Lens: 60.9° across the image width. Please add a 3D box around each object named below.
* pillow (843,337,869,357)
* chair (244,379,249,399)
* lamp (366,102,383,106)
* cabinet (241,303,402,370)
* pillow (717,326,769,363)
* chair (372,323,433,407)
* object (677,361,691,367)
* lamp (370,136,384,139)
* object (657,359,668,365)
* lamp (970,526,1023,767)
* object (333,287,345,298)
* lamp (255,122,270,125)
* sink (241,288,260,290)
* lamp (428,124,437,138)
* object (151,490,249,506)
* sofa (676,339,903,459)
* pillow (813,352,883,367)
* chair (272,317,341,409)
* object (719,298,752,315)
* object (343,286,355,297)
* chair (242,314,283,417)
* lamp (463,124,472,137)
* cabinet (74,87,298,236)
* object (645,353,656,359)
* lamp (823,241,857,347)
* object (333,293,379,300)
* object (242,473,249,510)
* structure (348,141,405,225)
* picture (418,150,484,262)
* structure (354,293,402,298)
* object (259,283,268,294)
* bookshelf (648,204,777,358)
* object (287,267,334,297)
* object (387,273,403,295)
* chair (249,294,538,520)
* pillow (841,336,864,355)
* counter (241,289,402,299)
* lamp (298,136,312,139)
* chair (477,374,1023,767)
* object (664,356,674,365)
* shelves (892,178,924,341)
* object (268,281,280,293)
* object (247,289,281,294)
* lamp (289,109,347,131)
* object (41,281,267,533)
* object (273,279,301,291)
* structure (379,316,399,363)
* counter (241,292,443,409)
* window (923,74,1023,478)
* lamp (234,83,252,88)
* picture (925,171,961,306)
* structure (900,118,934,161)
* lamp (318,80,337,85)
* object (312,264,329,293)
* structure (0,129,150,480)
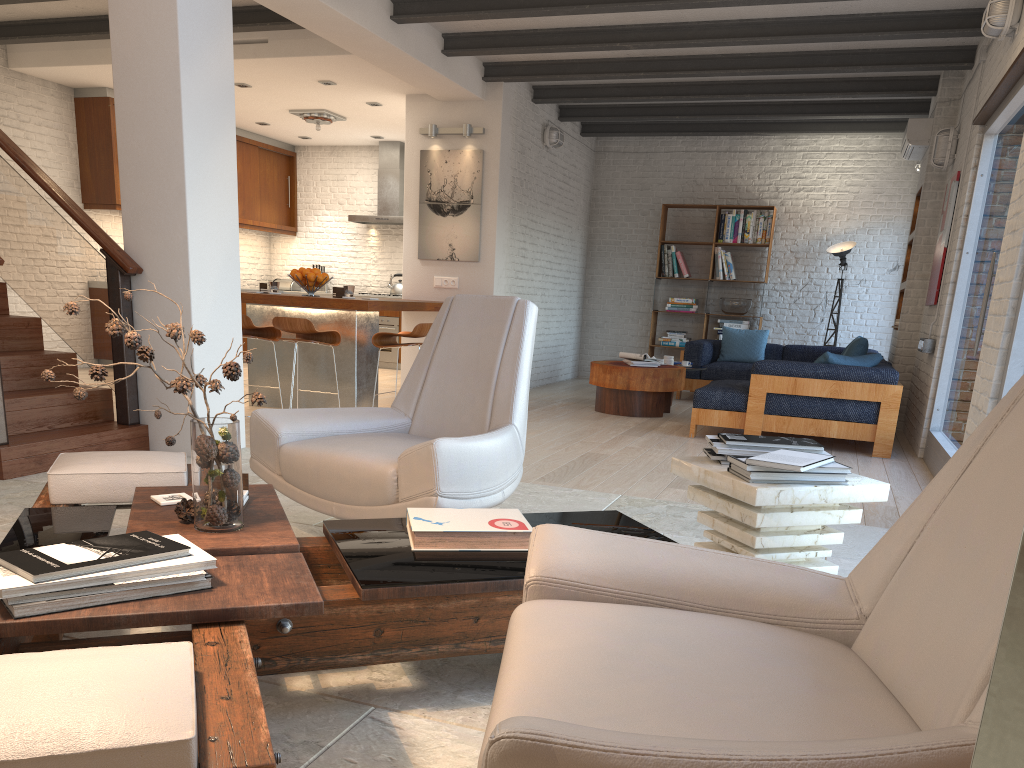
[{"bbox_3d":[3.104,-0.227,7.948,0.253,0.431,1.178,8,8,19],"label":"pillow"},{"bbox_3d":[-2.440,-0.245,7.514,0.419,0.804,0.391,8,14,19],"label":"chair"},{"bbox_3d":[-1.400,-2.862,8.857,0.123,0.057,0.120,6,8,19],"label":"lamp"},{"bbox_3d":[-2.470,-1.626,10.680,4.781,2.942,2.182,1,12,-16],"label":"cabinet"},{"bbox_3d":[2.658,-0.441,10.006,0.552,0.425,0.216,6,13,18],"label":"pillow"},{"bbox_3d":[-0.840,-0.103,6.977,0.419,0.804,0.391,8,14,19],"label":"chair"},{"bbox_3d":[1.738,-0.198,8.790,0.154,0.059,0.262,5,6,12],"label":"object"},{"bbox_3d":[-1.664,-3.067,10.769,0.123,0.057,0.120,6,8,19],"label":"lamp"},{"bbox_3d":[1.427,-0.212,8.387,0.146,0.058,0.169,4,7,9],"label":"object"},{"bbox_3d":[-0.488,-0.285,0.828,0.317,2.438,1.970,-7,15,-34],"label":"lamp"},{"bbox_3d":[-1.376,-0.733,6.982,0.094,0.085,0.111,-2,10,-25],"label":"object"},{"bbox_3d":[-2.940,-3.089,10.286,0.123,0.057,0.120,6,8,19],"label":"lamp"},{"bbox_3d":[-3.585,-1.320,11.164,0.513,0.444,0.834,7,9,20],"label":"sink"},{"bbox_3d":[-0.754,-2.408,8.293,0.079,0.108,0.078,-8,16,-41],"label":"lamp"},{"bbox_3d":[-0.899,0.315,2.525,0.271,0.036,0.240,2,6,-9],"label":"object"},{"bbox_3d":[2.497,-0.009,8.437,2.065,0.685,3.844,6,6,20],"label":"sofa"},{"bbox_3d":[2.543,-0.089,6.774,0.564,0.341,0.364,0,11,-20],"label":"pillow"},{"bbox_3d":[-1.594,-0.116,6.679,0.402,0.804,0.408,8,14,19],"label":"chair"},{"bbox_3d":[2.756,-0.952,10.766,0.399,0.209,0.391,-1,9,-29],"label":"object"},{"bbox_3d":[-1.284,-0.730,6.871,0.090,0.088,0.089,10,13,34],"label":"object"},{"bbox_3d":[-2.099,-0.160,6.848,0.402,0.804,0.408,8,14,19],"label":"chair"},{"bbox_3d":[-0.421,-2.378,8.181,0.079,0.108,0.078,-8,16,-41],"label":"lamp"},{"bbox_3d":[-3.730,-2.540,10.513,0.458,1.203,3.252,8,8,20],"label":"cabinet"},{"bbox_3d":[1.512,-0.274,9.232,0.192,0.094,0.182,-4,11,-45],"label":"object"},{"bbox_3d":[3.849,-0.698,10.040,0.507,1.915,0.832,1,14,-8],"label":"lamp"},{"bbox_3d":[-1.270,-0.695,6.910,0.392,0.036,0.193,6,6,23],"label":"object"},{"bbox_3d":[-0.799,0.303,2.460,0.094,0.085,0.110,2,9,-9],"label":"object"},{"bbox_3d":[-1.559,-2.581,11.224,0.979,1.031,0.442,7,14,18],"label":"structure"},{"bbox_3d":[-0.603,-1.728,8.469,0.650,1.054,0.019,7,16,18],"label":"picture"},{"bbox_3d":[-1.660,-1.171,11.545,0.806,0.033,0.574,5,6,19],"label":"structure"},{"bbox_3d":[-2.008,-0.789,7.200,0.114,0.085,0.091,6,11,19],"label":"object"},{"bbox_3d":[2.444,-1.039,10.821,1.308,2.286,0.352,7,16,18],"label":"bookshelf"},{"bbox_3d":[-1.629,-0.826,7.055,0.366,0.230,0.350,1,9,-15],"label":"object"},{"bbox_3d":[-1.454,-1.295,11.336,0.257,0.286,0.258,12,14,40],"label":"object"},{"bbox_3d":[-0.360,0.153,3.482,1.009,1.054,0.953,11,13,35],"label":"chair"},{"bbox_3d":[3.578,-0.298,9.178,0.242,0.412,1.076,7,8,19],"label":"pillow"},{"bbox_3d":[-2.364,-1.046,10.406,3.498,0.072,3.243,5,6,19],"label":"counter"},{"bbox_3d":[-2.636,-3.153,11.095,0.123,0.057,0.120,6,8,19],"label":"lamp"},{"bbox_3d":[0.469,0.408,1.393,0.982,1.036,0.990,4,11,4],"label":"chair"},{"bbox_3d":[1.552,-0.223,8.656,0.106,0.112,0.106,11,13,35],"label":"object"},{"bbox_3d":[3.799,-1.120,8.159,0.190,1.481,0.743,9,14,20],"label":"shelves"},{"bbox_3d":[-1.930,-0.786,7.075,0.090,0.088,0.088,6,11,16],"label":"object"},{"bbox_3d":[-1.990,-0.758,7.143,0.285,0.036,0.200,5,6,19],"label":"object"},{"bbox_3d":[-2.129,-2.872,9.574,0.447,0.177,0.438,6,7,19],"label":"lamp"},{"bbox_3d":[-0.870,0.059,2.152,0.542,0.630,0.304,1,13,-10],"label":"object"},{"bbox_3d":[-3.171,-1.389,12.213,0.342,0.165,0.243,6,9,19],"label":"object"},{"bbox_3d":[-1.714,-0.609,11.630,0.665,0.599,0.485,7,12,19],"label":"structure"},{"bbox_3d":[-1.425,-0.299,7.831,1.674,0.953,2.429,6,8,20],"label":"counter"},{"bbox_3d":[2.834,-2.485,3.845,0.642,6.631,11.998,9,9,20],"label":"window"},{"bbox_3d":[-2.576,-2.876,8.339,0.123,0.057,0.120,6,8,19],"label":"lamp"},{"bbox_3d":[3.391,-1.114,6.881,0.019,0.996,0.721,9,13,20],"label":"picture"},{"bbox_3d":[3.673,-2.216,7.934,0.199,0.227,0.793,7,7,20],"label":"structure"},{"bbox_3d":[-1.704,-2.798,8.046,0.123,0.057,0.120,6,8,19],"label":"lamp"},{"bbox_3d":[-2.685,-1.458,12.069,0.319,0.390,0.064,7,15,18],"label":"object"},{"bbox_3d":[-2.243,-1.769,5.306,10.084,4.293,13.481,6,7,19],"label":"structure"}]
